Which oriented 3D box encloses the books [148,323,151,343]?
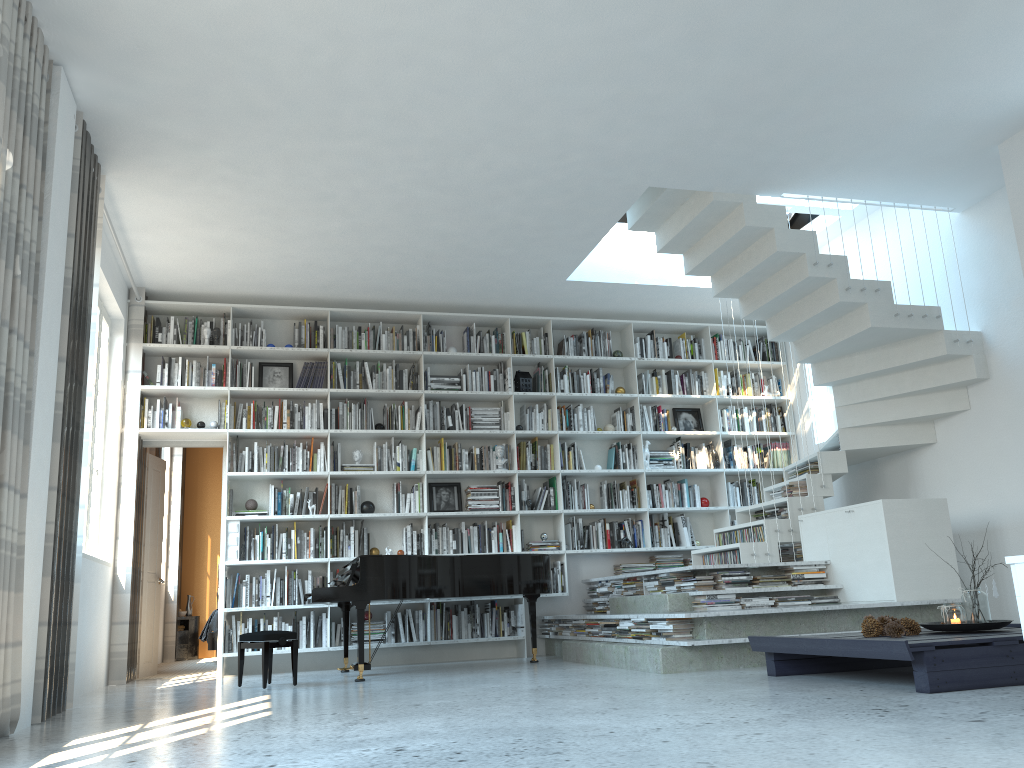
[{"bbox_3d":[-3.139,-0.399,7.700,0.023,0.222,0.151,1,-14,-15],"label":"books"}]

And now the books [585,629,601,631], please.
[{"bbox_3d":[0.692,1.872,6.760,0.182,0.013,0.288,1,-15,-14],"label":"books"}]

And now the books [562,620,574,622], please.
[{"bbox_3d":[0.535,1.965,7.359,0.159,0.006,0.286,1,-15,-13],"label":"books"}]

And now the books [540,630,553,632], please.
[{"bbox_3d":[0.371,2.199,7.898,0.179,0.012,0.262,0,-15,-12],"label":"books"}]

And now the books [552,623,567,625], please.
[{"bbox_3d":[0.456,2.066,7.641,0.160,0.009,0.292,1,-15,-13],"label":"books"}]

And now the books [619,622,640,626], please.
[{"bbox_3d":[0.864,1.676,6.198,0.141,0.028,0.223,2,-15,-20],"label":"books"}]

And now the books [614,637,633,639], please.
[{"bbox_3d":[0.846,1.765,6.170,0.193,0.005,0.225,2,-15,-19],"label":"books"}]

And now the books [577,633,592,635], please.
[{"bbox_3d":[0.631,1.982,7.047,0.140,0.008,0.284,2,-15,-17],"label":"books"}]

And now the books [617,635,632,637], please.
[{"bbox_3d":[0.860,1.752,6.177,0.171,0.005,0.298,1,-15,-16],"label":"books"}]

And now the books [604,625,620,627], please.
[{"bbox_3d":[0.786,1.766,6.481,0.142,0.017,0.240,2,-15,-19],"label":"books"}]

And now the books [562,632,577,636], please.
[{"bbox_3d":[0.530,2.064,7.332,0.177,0.026,0.231,0,-15,-12],"label":"books"}]

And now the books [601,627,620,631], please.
[{"bbox_3d":[0.776,1.786,6.473,0.160,0.025,0.244,2,-15,-20],"label":"books"}]

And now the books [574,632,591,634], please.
[{"bbox_3d":[0.618,1.972,7.046,0.159,0.012,0.293,2,-15,-18],"label":"books"}]

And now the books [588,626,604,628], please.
[{"bbox_3d":[0.704,1.849,6.769,0.155,0.009,0.298,1,-15,-14],"label":"books"}]

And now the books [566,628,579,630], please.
[{"bbox_3d":[0.547,2.026,7.347,0.147,0.012,0.206,1,-15,-14],"label":"books"}]

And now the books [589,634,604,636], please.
[{"bbox_3d":[0.696,1.910,6.751,0.161,0.008,0.255,0,-14,-11],"label":"books"}]

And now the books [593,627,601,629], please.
[{"bbox_3d":[0.713,1.860,6.769,0.140,0.013,0.181,1,-15,-14],"label":"books"}]

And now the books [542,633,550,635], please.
[{"bbox_3d":[0.383,2.221,7.895,0.171,0.015,0.242,1,-15,-15],"label":"books"}]

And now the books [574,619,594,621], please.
[{"bbox_3d":[0.612,1.880,7.068,0.174,0.011,0.228,1,-15,-16],"label":"books"}]

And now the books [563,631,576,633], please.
[{"bbox_3d":[0.536,2.045,7.339,0.172,0.014,0.221,1,-15,-14],"label":"books"}]

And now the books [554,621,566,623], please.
[{"bbox_3d":[0.469,2.050,7.649,0.135,0.014,0.298,1,-15,-14],"label":"books"}]

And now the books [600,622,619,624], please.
[{"bbox_3d":[0.772,1.743,6.483,0.170,0.014,0.281,2,-15,-18],"label":"books"}]

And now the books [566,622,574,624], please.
[{"bbox_3d":[0.548,1.977,7.359,0.130,0.018,0.256,0,-15,-12],"label":"books"}]

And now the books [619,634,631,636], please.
[{"bbox_3d":[0.862,1.746,6.180,0.159,0.009,0.276,0,-15,-12],"label":"books"}]

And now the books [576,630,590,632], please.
[{"bbox_3d":[0.622,1.961,7.050,0.165,0.012,0.205,1,-15,-15],"label":"books"}]

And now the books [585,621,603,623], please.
[{"bbox_3d":[0.687,1.817,6.773,0.179,0.012,0.250,2,-15,-18],"label":"books"}]

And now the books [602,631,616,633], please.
[{"bbox_3d":[0.775,1.804,6.468,0.177,0.011,0.220,1,-15,-13],"label":"books"}]

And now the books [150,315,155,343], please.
[{"bbox_3d":[-3.120,-0.432,7.703,0.014,0.285,0.175,1,-14,-15],"label":"books"}]

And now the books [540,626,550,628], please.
[{"bbox_3d":[0.370,2.165,7.906,0.188,0.009,0.211,1,-15,-16],"label":"books"}]

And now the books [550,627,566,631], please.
[{"bbox_3d":[0.441,2.101,7.628,0.191,0.028,0.213,0,-15,-12],"label":"books"}]

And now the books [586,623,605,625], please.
[{"bbox_3d":[0.691,1.830,6.770,0.165,0.014,0.236,2,-15,-20],"label":"books"}]

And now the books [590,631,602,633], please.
[{"bbox_3d":[0.710,1.886,6.761,0.130,0.014,0.250,2,-15,-20],"label":"books"}]

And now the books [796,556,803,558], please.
[{"bbox_3d":[2.858,1.628,8.394,0.261,0.009,0.187,0,-14,-11],"label":"books"}]

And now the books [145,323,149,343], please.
[{"bbox_3d":[-3.165,-0.399,7.703,0.024,0.227,0.130,1,-14,-15],"label":"books"}]

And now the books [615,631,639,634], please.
[{"bbox_3d":[0.849,1.727,6.181,0.189,0.013,0.215,2,-15,-17],"label":"books"}]

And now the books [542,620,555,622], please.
[{"bbox_3d":[0.380,2.112,7.923,0.158,0.014,0.235,2,-15,-17],"label":"books"}]

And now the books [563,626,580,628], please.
[{"bbox_3d":[0.530,2.010,7.346,0.171,0.020,0.194,0,-15,-12],"label":"books"}]

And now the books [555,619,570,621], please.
[{"bbox_3d":[0.464,2.034,7.652,0.137,0.018,0.201,0,-15,-12],"label":"books"}]

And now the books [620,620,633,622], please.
[{"bbox_3d":[0.861,1.656,6.203,0.139,0.013,0.289,0,-14,-11],"label":"books"}]

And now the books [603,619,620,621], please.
[{"bbox_3d":[0.781,1.726,6.490,0.160,0.008,0.239,1,-15,-14],"label":"books"}]

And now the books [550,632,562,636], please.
[{"bbox_3d":[0.451,2.141,7.621,0.189,0.030,0.238,1,-15,-15],"label":"books"}]

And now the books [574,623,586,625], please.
[{"bbox_3d":[0.603,1.907,7.058,0.182,0.016,0.199,0,-14,-11],"label":"books"}]

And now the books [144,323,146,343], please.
[{"bbox_3d":[-3.177,-0.401,7.677,0.014,0.218,0.189,1,-14,-15],"label":"books"}]

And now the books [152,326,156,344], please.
[{"bbox_3d":[-3.100,-0.386,7.700,0.024,0.194,0.167,1,-14,-15],"label":"books"}]

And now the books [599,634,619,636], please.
[{"bbox_3d":[0.766,1.821,6.461,0.189,0.009,0.291,0,-15,-12],"label":"books"}]

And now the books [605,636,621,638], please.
[{"bbox_3d":[0.788,1.838,6.463,0.142,0.012,0.292,0,-15,-12],"label":"books"}]

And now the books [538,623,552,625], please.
[{"bbox_3d":[0.361,2.141,7.910,0.191,0.013,0.244,2,-15,-19],"label":"books"}]

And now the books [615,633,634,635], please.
[{"bbox_3d":[0.855,1.737,6.180,0.180,0.008,0.268,1,-15,-16],"label":"books"}]

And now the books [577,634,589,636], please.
[{"bbox_3d":[0.623,1.992,7.042,0.157,0.014,0.181,2,-15,-18],"label":"books"}]

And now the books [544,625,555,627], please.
[{"bbox_3d":[0.392,2.154,7.915,0.136,0.013,0.259,2,-15,-17],"label":"books"}]

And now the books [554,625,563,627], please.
[{"bbox_3d":[0.468,2.079,7.641,0.143,0.019,0.231,1,-15,-14],"label":"books"}]

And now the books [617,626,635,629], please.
[{"bbox_3d":[0.851,1.697,6.189,0.180,0.016,0.183,2,-15,-18],"label":"books"}]

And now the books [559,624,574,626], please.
[{"bbox_3d":[0.526,1.993,7.349,0.180,0.015,0.295,2,-15,-17],"label":"books"}]

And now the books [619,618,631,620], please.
[{"bbox_3d":[0.861,1.643,6.206,0.157,0.014,0.216,1,-15,-13],"label":"books"}]

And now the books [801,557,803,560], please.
[{"bbox_3d":[2.861,1.644,8.383,0.185,0.027,0.161,1,-15,-13],"label":"books"}]

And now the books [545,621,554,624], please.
[{"bbox_3d":[0.394,2.127,7.923,0.133,0.017,0.231,1,-15,-14],"label":"books"}]

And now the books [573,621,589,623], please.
[{"bbox_3d":[0.610,1.892,7.064,0.171,0.015,0.253,2,-15,-18],"label":"books"}]

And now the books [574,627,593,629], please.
[{"bbox_3d":[0.616,1.942,7.053,0.159,0.011,0.246,2,-15,-19],"label":"books"}]

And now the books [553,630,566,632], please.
[{"bbox_3d":[0.461,2.121,7.629,0.147,0.012,0.206,2,-15,-20],"label":"books"}]

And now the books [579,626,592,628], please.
[{"bbox_3d":[0.628,1.930,7.060,0.140,0.013,0.181,0,-15,-12],"label":"books"}]
